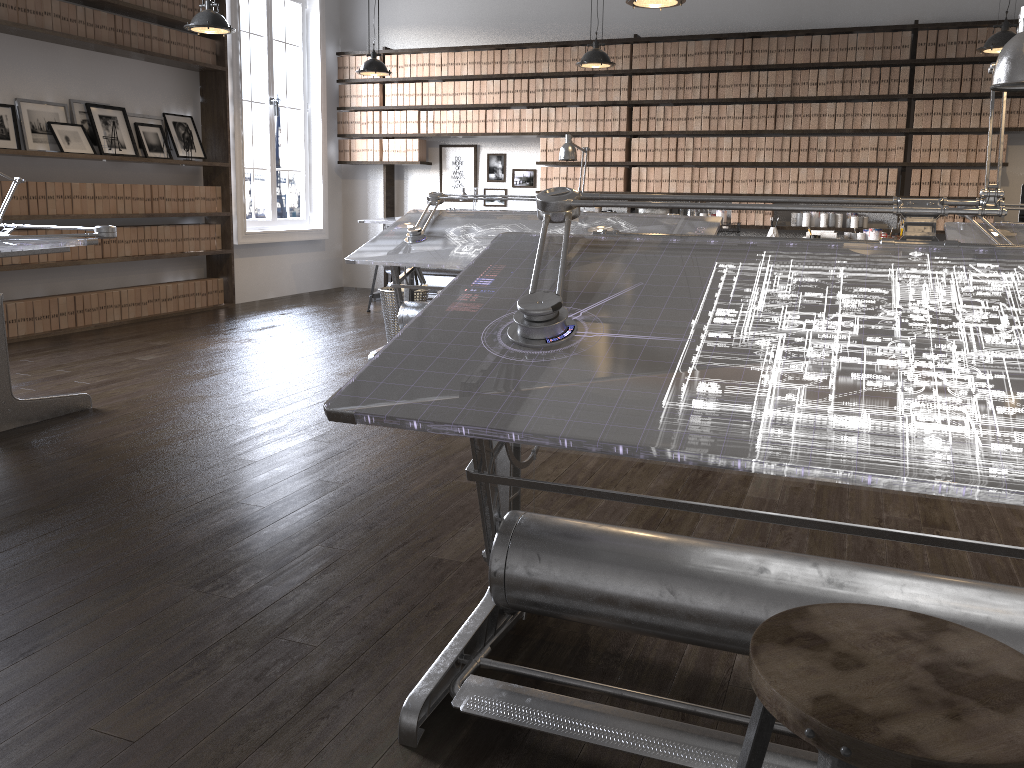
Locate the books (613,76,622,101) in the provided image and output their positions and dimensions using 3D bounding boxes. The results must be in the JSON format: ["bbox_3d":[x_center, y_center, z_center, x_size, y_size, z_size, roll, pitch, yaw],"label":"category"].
[{"bbox_3d":[0.990,-2.712,8.167,0.067,0.223,0.176,5,11,21],"label":"books"}]

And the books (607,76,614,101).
[{"bbox_3d":[0.932,-2.718,8.191,0.067,0.223,0.176,5,11,21],"label":"books"}]

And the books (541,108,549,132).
[{"bbox_3d":[0.336,-2.512,8.453,0.067,0.224,0.176,5,11,21],"label":"books"}]

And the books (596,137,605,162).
[{"bbox_3d":[0.848,-2.190,8.300,0.067,0.224,0.176,5,11,21],"label":"books"}]

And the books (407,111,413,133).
[{"bbox_3d":[-0.993,-2.644,8.965,0.067,0.223,0.176,5,11,21],"label":"books"}]

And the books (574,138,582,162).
[{"bbox_3d":[0.648,-2.211,8.382,0.067,0.224,0.176,5,11,21],"label":"books"}]

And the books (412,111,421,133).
[{"bbox_3d":[-0.935,-2.637,8.939,0.067,0.224,0.176,5,11,21],"label":"books"}]

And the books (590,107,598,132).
[{"bbox_3d":[0.787,-2.468,8.281,0.067,0.224,0.176,5,11,21],"label":"books"}]

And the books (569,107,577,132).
[{"bbox_3d":[0.599,-2.487,8.354,0.067,0.224,0.176,5,11,21],"label":"books"}]

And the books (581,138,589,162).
[{"bbox_3d":[0.712,-2.204,8.353,0.067,0.224,0.176,5,11,21],"label":"books"}]

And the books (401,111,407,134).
[{"bbox_3d":[-1.062,-2.651,8.993,0.067,0.224,0.176,5,11,21],"label":"books"}]

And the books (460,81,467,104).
[{"bbox_3d":[-0.443,-2.852,8.714,0.067,0.223,0.176,5,11,21],"label":"books"}]

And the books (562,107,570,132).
[{"bbox_3d":[0.535,-2.494,8.383,0.067,0.224,0.176,5,11,21],"label":"books"}]

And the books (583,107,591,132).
[{"bbox_3d":[0.727,-2.475,8.309,0.067,0.223,0.176,5,11,21],"label":"books"}]

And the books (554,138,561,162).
[{"bbox_3d":[0.456,-2.230,8.454,0.067,0.223,0.176,5,11,21],"label":"books"}]

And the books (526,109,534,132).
[{"bbox_3d":[0.197,-2.520,8.511,0.067,0.223,0.176,5,11,21],"label":"books"}]

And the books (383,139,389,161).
[{"bbox_3d":[-1.259,-2.397,9.106,0.067,0.224,0.176,5,11,21],"label":"books"}]

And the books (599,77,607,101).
[{"bbox_3d":[0.868,-2.723,8.210,0.067,0.224,0.176,5,11,21],"label":"books"}]

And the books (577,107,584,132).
[{"bbox_3d":[0.668,-2.480,8.330,0.067,0.223,0.176,5,11,21],"label":"books"}]

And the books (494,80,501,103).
[{"bbox_3d":[-0.113,-2.819,8.585,0.067,0.224,0.176,5,11,21],"label":"books"}]

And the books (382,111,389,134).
[{"bbox_3d":[-1.261,-2.669,9.063,0.067,0.224,0.176,5,11,21],"label":"books"}]

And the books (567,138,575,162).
[{"bbox_3d":[0.582,-2.218,8.408,0.067,0.224,0.176,5,11,21],"label":"books"}]

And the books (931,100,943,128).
[{"bbox_3d":[3.477,-2.203,7.254,0.067,0.224,0.176,5,11,21],"label":"books"}]

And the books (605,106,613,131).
[{"bbox_3d":[0.918,-2.456,8.237,0.067,0.224,0.176,5,11,21],"label":"books"}]

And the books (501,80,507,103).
[{"bbox_3d":[-0.046,-2.813,8.559,0.067,0.224,0.176,5,11,21],"label":"books"}]

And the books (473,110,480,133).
[{"bbox_3d":[-0.323,-2.572,8.713,0.067,0.223,0.176,5,11,21],"label":"books"}]

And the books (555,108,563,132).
[{"bbox_3d":[0.471,-2.501,8.409,0.067,0.224,0.176,5,11,21],"label":"books"}]

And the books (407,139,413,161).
[{"bbox_3d":[-1.003,-2.374,9.014,0.067,0.224,0.176,5,11,21],"label":"books"}]

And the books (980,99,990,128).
[{"bbox_3d":[3.809,-2.171,7.130,0.067,0.223,0.176,5,11,21],"label":"books"}]

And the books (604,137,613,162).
[{"bbox_3d":[0.919,-2.185,8.279,0.067,0.223,0.176,5,11,21],"label":"books"}]

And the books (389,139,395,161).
[{"bbox_3d":[-1.191,-2.391,9.081,0.067,0.223,0.176,5,11,21],"label":"books"}]

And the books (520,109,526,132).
[{"bbox_3d":[0.139,-2.526,8.535,0.067,0.223,0.176,5,11,21],"label":"books"}]

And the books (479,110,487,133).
[{"bbox_3d":[-0.256,-2.564,8.682,0.067,0.224,0.176,5,11,21],"label":"books"}]

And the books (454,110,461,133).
[{"bbox_3d":[-0.513,-2.589,8.778,0.067,0.224,0.176,5,11,21],"label":"books"}]

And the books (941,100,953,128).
[{"bbox_3d":[3.546,-2.197,7.231,0.067,0.224,0.176,5,11,21],"label":"books"}]

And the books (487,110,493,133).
[{"bbox_3d":[-0.184,-2.558,8.660,0.067,0.224,0.176,5,11,21],"label":"books"}]

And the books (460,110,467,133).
[{"bbox_3d":[-0.446,-2.582,8.753,0.067,0.224,0.176,5,11,21],"label":"books"}]

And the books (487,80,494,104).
[{"bbox_3d":[-0.179,-2.826,8.613,0.067,0.224,0.176,5,11,21],"label":"books"}]

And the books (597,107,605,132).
[{"bbox_3d":[0.852,-2.463,8.263,0.067,0.224,0.176,5,11,21],"label":"books"}]

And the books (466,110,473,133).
[{"bbox_3d":[-0.385,-2.577,8.734,0.067,0.223,0.176,5,11,21],"label":"books"}]

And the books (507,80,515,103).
[{"bbox_3d":[0.015,-2.808,8.540,0.067,0.223,0.176,5,11,21],"label":"books"}]

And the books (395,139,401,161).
[{"bbox_3d":[-1.131,-2.386,9.061,0.067,0.223,0.176,5,11,21],"label":"books"}]

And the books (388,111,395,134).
[{"bbox_3d":[-1.193,-2.663,9.041,0.067,0.224,0.176,5,11,21],"label":"books"}]

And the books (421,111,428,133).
[{"bbox_3d":[-0.851,-2.623,8.911,0.067,0.223,0.176,5,11,21],"label":"books"}]

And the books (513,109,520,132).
[{"bbox_3d":[0.075,-2.531,8.554,0.067,0.224,0.176,5,11,21],"label":"books"}]

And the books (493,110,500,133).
[{"bbox_3d":[-0.120,-2.551,8.630,0.067,0.224,0.176,5,11,21],"label":"books"}]

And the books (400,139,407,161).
[{"bbox_3d":[-1.071,-2.379,9.033,0.067,0.224,0.176,5,11,21],"label":"books"}]

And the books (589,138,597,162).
[{"bbox_3d":[0.780,-2.198,8.332,0.067,0.224,0.176,5,11,21],"label":"books"}]

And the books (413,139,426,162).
[{"bbox_3d":[-0.939,-2.367,8.988,0.067,0.224,0.176,5,11,21],"label":"books"}]

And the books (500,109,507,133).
[{"bbox_3d":[-0.052,-2.545,8.609,0.067,0.224,0.176,5,11,21],"label":"books"}]

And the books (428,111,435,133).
[{"bbox_3d":[-0.775,-2.615,8.880,0.067,0.224,0.176,5,11,21],"label":"books"}]

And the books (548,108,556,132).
[{"bbox_3d":[0.405,-2.506,8.431,0.067,0.224,0.176,5,11,21],"label":"books"}]

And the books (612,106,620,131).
[{"bbox_3d":[0.983,-2.449,8.208,0.067,0.224,0.176,5,11,21],"label":"books"}]

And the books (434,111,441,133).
[{"bbox_3d":[-0.708,-2.609,8.859,0.067,0.224,0.176,5,11,21],"label":"books"}]

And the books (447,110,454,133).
[{"bbox_3d":[-0.579,-2.596,8.807,0.067,0.224,0.176,5,11,21],"label":"books"}]

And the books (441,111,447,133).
[{"bbox_3d":[-0.643,-2.603,8.836,0.067,0.224,0.176,5,11,21],"label":"books"}]

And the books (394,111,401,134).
[{"bbox_3d":[-1.126,-2.658,9.019,0.067,0.224,0.176,5,11,21],"label":"books"}]

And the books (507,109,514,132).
[{"bbox_3d":[0.014,-2.538,8.584,0.067,0.224,0.176,5,11,21],"label":"books"}]

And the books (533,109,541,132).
[{"bbox_3d":[0.263,-2.513,8.484,0.067,0.224,0.176,5,11,21],"label":"books"}]
